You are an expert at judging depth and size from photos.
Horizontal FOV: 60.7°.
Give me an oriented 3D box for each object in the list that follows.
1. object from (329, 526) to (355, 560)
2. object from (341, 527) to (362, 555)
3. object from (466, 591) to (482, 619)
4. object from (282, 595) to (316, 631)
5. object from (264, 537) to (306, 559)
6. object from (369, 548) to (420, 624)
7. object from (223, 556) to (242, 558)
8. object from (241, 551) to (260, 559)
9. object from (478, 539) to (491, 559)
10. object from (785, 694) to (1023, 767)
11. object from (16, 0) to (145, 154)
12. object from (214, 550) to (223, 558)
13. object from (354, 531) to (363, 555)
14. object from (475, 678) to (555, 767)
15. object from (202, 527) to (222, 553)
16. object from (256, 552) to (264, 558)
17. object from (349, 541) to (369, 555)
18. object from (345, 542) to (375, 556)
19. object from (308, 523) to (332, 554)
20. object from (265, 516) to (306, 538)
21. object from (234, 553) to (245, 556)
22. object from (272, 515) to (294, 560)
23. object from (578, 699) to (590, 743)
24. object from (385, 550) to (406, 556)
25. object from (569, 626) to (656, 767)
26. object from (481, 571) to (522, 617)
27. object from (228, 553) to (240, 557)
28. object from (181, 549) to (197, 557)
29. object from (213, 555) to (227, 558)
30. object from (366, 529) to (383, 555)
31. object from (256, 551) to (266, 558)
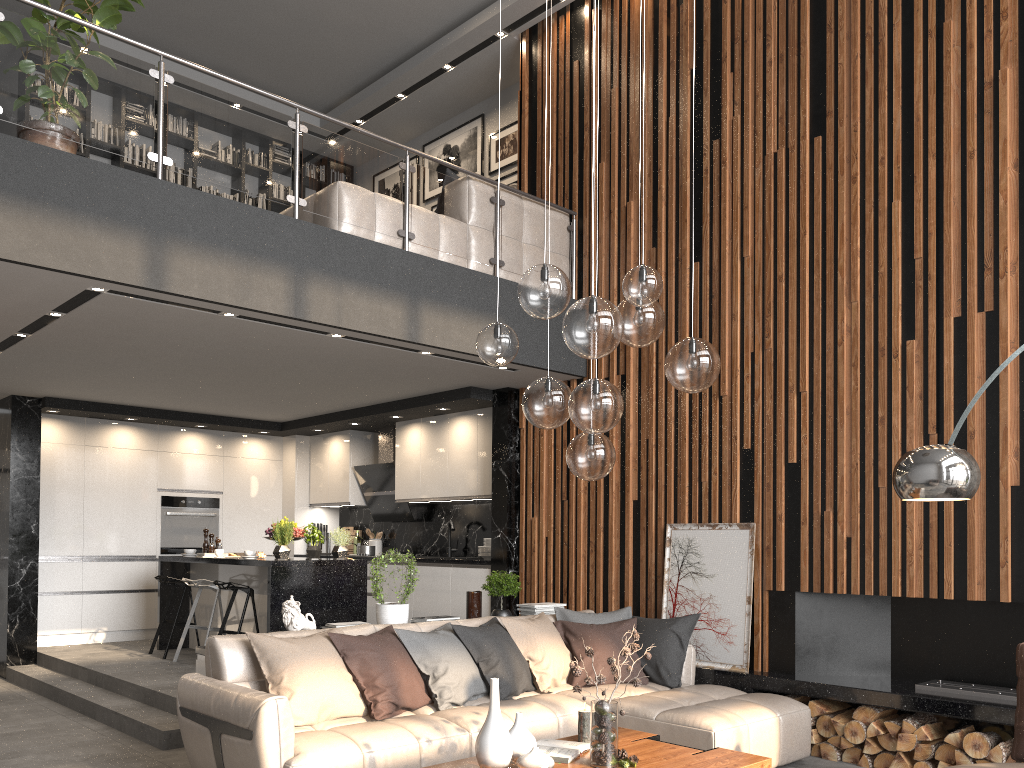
[{"bbox_3d":[-1.467,1.363,7.501,0.222,0.282,0.212,3,-5,-30],"label":"object"},{"bbox_3d":[-1.930,1.854,10.346,0.098,0.328,0.403,2,-6,-43],"label":"object"},{"bbox_3d":[-0.267,1.588,6.151,0.109,0.266,0.109,2,-3,-37],"label":"object"},{"bbox_3d":[-1.265,1.399,5.200,0.207,0.288,0.136,2,-3,-24],"label":"object"},{"bbox_3d":[-1.955,1.409,7.516,0.367,0.186,0.372,-1,-9,10],"label":"object"},{"bbox_3d":[-0.774,1.346,5.674,0.216,0.571,0.388,-1,-4,27],"label":"object"},{"bbox_3d":[-2.458,1.533,7.751,0.192,0.012,0.194,2,-10,-11],"label":"object"},{"bbox_3d":[-2.195,1.434,7.340,0.155,0.070,0.157,-2,-9,15],"label":"object"},{"bbox_3d":[-0.170,1.555,8.250,0.302,0.193,0.307,7,-10,-40],"label":"object"},{"bbox_3d":[3.088,1.951,4.325,0.438,0.387,4.066,6,-11,-41],"label":"object"},{"bbox_3d":[-2.411,-1.830,4.744,0.775,1.458,0.531,2,-3,-23],"label":"object"},{"bbox_3d":[-2.597,1.504,7.763,0.077,0.070,0.085,0,-7,6],"label":"object"},{"bbox_3d":[-1.767,1.832,10.094,0.090,0.281,0.082,2,-3,-43],"label":"object"},{"bbox_3d":[-0.010,1.412,3.628,0.317,0.395,0.322,3,-5,-24],"label":"object"},{"bbox_3d":[-2.916,1.545,8.576,0.200,0.281,0.151,-2,-4,30],"label":"object"},{"bbox_3d":[-2.195,1.484,7.602,0.074,0.058,0.061,3,-6,-22],"label":"object"},{"bbox_3d":[-1.719,1.880,10.028,0.181,0.161,0.274,6,-10,-43],"label":"object"},{"bbox_3d":[-1.642,1.798,9.547,0.349,0.152,0.202,-6,-10,37],"label":"object"},{"bbox_3d":[-2.275,1.831,10.344,0.324,0.370,0.067,5,-4,-43],"label":"object"},{"bbox_3d":[-1.955,1.246,7.531,0.321,0.213,0.350,-7,-11,44],"label":"object"},{"bbox_3d":[-2.710,1.705,8.751,0.293,0.030,0.403,10,-14,-43],"label":"object"},{"bbox_3d":[-1.857,1.249,7.128,0.196,0.366,0.188,0,-3,2],"label":"object"},{"bbox_3d":[0.384,1.615,4.207,0.154,0.209,0.077,3,-3,-33],"label":"object"},{"bbox_3d":[-1.274,1.808,9.356,0.233,0.060,0.356,-4,-11,25],"label":"object"},{"bbox_3d":[0.460,1.360,3.867,0.317,0.598,0.548,0,-5,18],"label":"object"},{"bbox_3d":[-0.080,1.552,6.336,0.309,0.405,0.274,0,-4,7],"label":"object"},{"bbox_3d":[-2.450,1.518,7.755,0.129,0.042,0.075,-7,-11,39],"label":"object"},{"bbox_3d":[-3.032,1.588,8.229,0.155,0.069,0.157,-2,-9,15],"label":"object"},{"bbox_3d":[-2.571,1.519,7.722,0.130,0.027,0.028,-1,-6,6],"label":"object"},{"bbox_3d":[-1.536,1.781,9.858,0.176,0.302,0.158,3,-4,-40],"label":"object"},{"bbox_3d":[-2.221,1.492,7.649,0.132,0.059,0.070,9,-10,-43],"label":"object"}]
